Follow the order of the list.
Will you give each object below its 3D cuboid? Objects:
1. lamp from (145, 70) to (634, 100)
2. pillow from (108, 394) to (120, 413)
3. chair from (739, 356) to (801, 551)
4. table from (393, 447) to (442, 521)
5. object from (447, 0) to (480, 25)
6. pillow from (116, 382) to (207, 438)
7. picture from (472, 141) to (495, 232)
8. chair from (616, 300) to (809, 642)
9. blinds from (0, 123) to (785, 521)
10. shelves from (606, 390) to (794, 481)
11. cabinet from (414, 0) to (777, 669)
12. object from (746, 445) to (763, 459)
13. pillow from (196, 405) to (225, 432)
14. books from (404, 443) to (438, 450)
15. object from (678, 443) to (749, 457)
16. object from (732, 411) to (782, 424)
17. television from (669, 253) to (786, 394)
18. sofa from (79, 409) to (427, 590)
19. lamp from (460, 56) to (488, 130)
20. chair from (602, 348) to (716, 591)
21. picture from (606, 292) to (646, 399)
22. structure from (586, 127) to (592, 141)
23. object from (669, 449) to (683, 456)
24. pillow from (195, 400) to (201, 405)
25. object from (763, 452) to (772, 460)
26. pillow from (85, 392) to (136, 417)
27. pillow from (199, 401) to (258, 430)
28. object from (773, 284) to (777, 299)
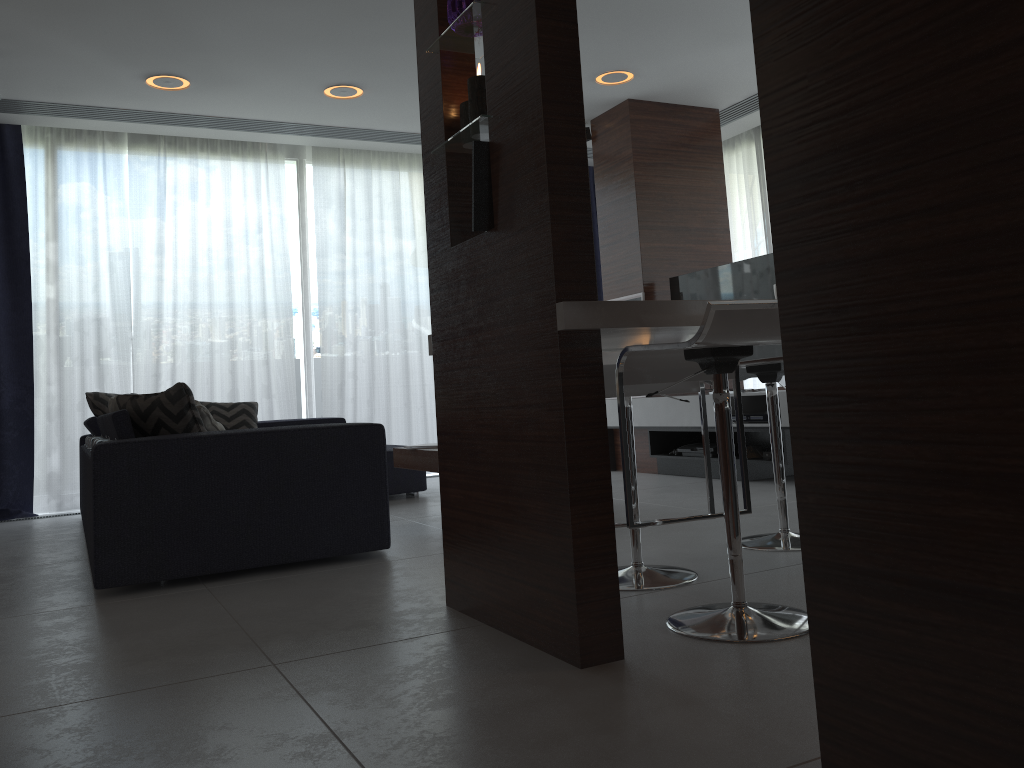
[{"bbox_3d":[1.031,-2.003,1.778,5.347,0.085,9.527,-3,-1,-41],"label":"lamp"},{"bbox_3d":[-1.807,0.242,4.383,0.343,0.391,0.491,-2,-3,-27],"label":"pillow"},{"bbox_3d":[0.916,0.200,3.155,0.461,0.714,0.395,-7,-6,35],"label":"chair"},{"bbox_3d":[-0.075,0.460,4.404,0.806,0.355,0.795,-3,-2,-27],"label":"table"},{"bbox_3d":[-0.106,-0.994,2.352,0.132,0.098,0.134,-4,-3,13],"label":"object"},{"bbox_3d":[-1.282,0.195,3.325,0.413,0.389,0.221,-6,-5,33],"label":"pillow"},{"bbox_3d":[-0.016,-0.494,2.222,0.175,0.223,0.050,-2,-6,-23],"label":"picture"},{"bbox_3d":[0.524,0.194,2.108,0.396,0.746,0.460,-2,-5,-21],"label":"chair"},{"bbox_3d":[-0.380,-0.739,4.249,7.142,2.793,5.759,-3,-2,-23],"label":"blinds"},{"bbox_3d":[1.396,0.310,5.785,0.873,0.503,2.334,-3,-1,-27],"label":"shelves"},{"bbox_3d":[1.358,-0.757,3.011,3.337,2.572,0.779,-2,-5,-27],"label":"cabinet"},{"bbox_3d":[1.375,0.388,5.097,0.117,0.079,0.183,-4,-2,3],"label":"object"},{"bbox_3d":[-1.292,0.236,3.564,0.414,0.297,0.329,-5,-3,25],"label":"pillow"},{"bbox_3d":[2.543,0.169,1.748,8.192,0.375,0.405,-4,-3,42],"label":"books"},{"bbox_3d":[1.246,0.405,5.467,0.314,0.068,0.312,-3,-1,-27],"label":"object"},{"bbox_3d":[1.482,0.188,5.022,0.336,0.053,0.427,-3,-1,-27],"label":"object"},{"bbox_3d":[1.379,-0.344,5.350,0.298,0.792,1.222,-1,-3,-27],"label":"television"},{"bbox_3d":[-1.162,0.404,4.573,1.901,0.612,2.853,-3,-1,-27],"label":"sofa"},{"bbox_3d":[-0.095,-0.757,2.373,0.077,0.212,0.152,-2,-4,-15],"label":"lamp"},{"bbox_3d":[0.364,0.229,2.732,0.396,0.714,0.460,-3,-4,-9],"label":"chair"},{"bbox_3d":[0.774,-0.252,6.097,0.053,0.706,0.496,-1,-5,-27],"label":"picture"},{"bbox_3d":[0.521,-1.865,6.564,0.114,0.143,0.084,-1,-5,-37],"label":"structure"},{"bbox_3d":[1.056,0.436,5.653,0.071,0.036,0.112,-3,-1,-14],"label":"object"},{"bbox_3d":[-1.444,0.241,3.804,0.417,0.354,0.279,-4,-4,16],"label":"pillow"},{"bbox_3d":[1.418,0.398,4.880,0.043,0.044,0.043,-2,-4,-27],"label":"object"},{"bbox_3d":[-2.222,0.299,5.205,0.355,0.522,0.594,-4,-3,4],"label":"pillow"},{"bbox_3d":[-1.804,0.268,5.594,0.415,0.347,0.284,-2,-4,-22],"label":"pillow"},{"bbox_3d":[0.818,-0.253,2.599,0.181,0.087,0.182,-5,-2,39],"label":"object"}]
